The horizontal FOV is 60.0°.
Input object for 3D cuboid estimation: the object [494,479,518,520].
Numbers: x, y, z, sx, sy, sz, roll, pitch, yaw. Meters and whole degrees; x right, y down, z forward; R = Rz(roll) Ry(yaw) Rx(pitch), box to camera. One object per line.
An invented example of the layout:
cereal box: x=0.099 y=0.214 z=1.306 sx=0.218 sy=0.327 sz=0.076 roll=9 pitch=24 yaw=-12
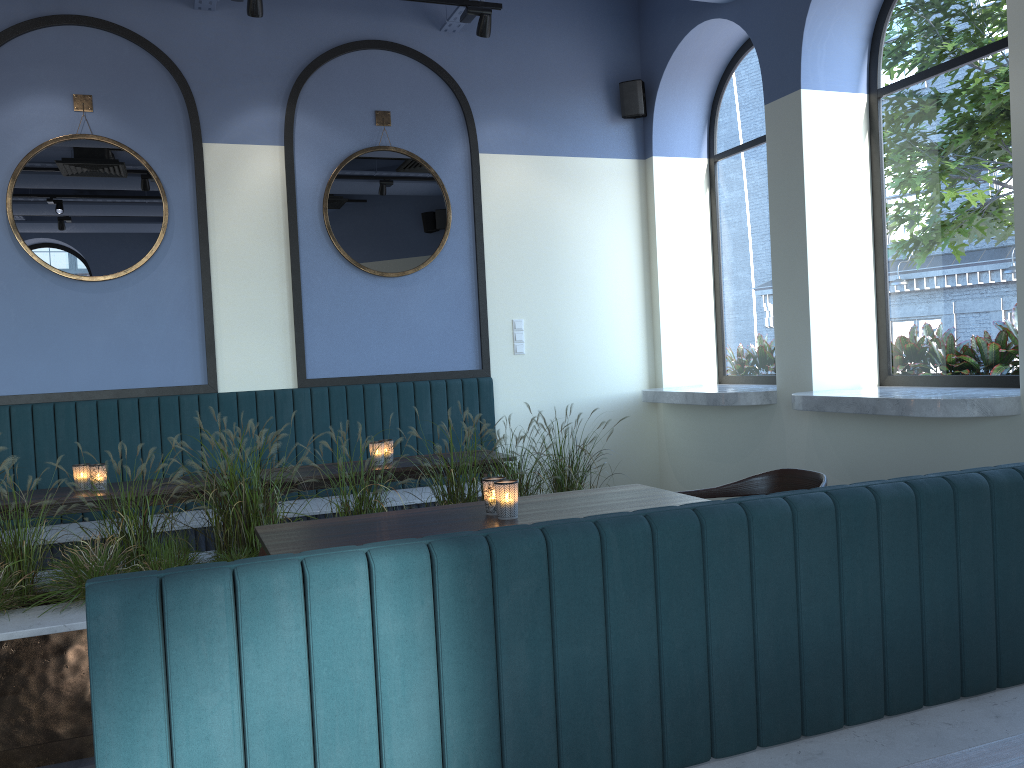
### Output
object: x=-0.016 y=0.372 z=2.851 sx=0.078 sy=0.120 sz=0.078 roll=-3 pitch=2 yaw=-4

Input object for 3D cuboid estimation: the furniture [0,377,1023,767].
furniture: x=-1.509 y=0.682 z=3.063 sx=4.800 sy=1.150 sz=4.703 roll=-4 pitch=2 yaw=-21

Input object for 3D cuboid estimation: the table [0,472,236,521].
table: x=-1.943 y=0.872 z=4.142 sx=1.332 sy=0.755 sz=0.548 roll=-4 pitch=2 yaw=-21

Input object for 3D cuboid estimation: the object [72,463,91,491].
object: x=-2.015 y=0.437 z=4.160 sx=0.078 sy=0.120 sz=0.078 roll=-4 pitch=2 yaw=-38

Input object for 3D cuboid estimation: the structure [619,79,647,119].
structure: x=-3.333 y=-1.692 z=1.319 sx=13.143 sy=0.268 sz=7.261 roll=-4 pitch=2 yaw=-38

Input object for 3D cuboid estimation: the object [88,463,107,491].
object: x=-1.924 y=0.434 z=4.125 sx=0.078 sy=0.120 sz=0.078 roll=-4 pitch=2 yaw=-38

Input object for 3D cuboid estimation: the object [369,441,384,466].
object: x=-0.696 y=0.358 z=4.574 sx=0.078 sy=0.120 sz=0.078 roll=-4 pitch=2 yaw=-38

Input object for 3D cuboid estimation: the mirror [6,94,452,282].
mirror: x=-2.444 y=-1.145 z=5.187 sx=4.357 sy=1.089 sz=0.026 roll=-4 pitch=2 yaw=-21

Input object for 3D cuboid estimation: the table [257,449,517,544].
table: x=-0.640 y=0.791 z=4.646 sx=1.332 sy=0.755 sz=0.548 roll=-4 pitch=2 yaw=-21

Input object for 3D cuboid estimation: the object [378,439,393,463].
object: x=-0.661 y=0.354 z=4.665 sx=0.078 sy=0.120 sz=0.078 roll=-4 pitch=2 yaw=-38

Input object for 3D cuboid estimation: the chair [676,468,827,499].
chair: x=0.892 y=0.735 z=3.261 sx=0.525 sy=0.793 sz=0.618 roll=-4 pitch=2 yaw=-22

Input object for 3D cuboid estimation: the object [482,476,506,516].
object: x=-0.056 y=0.372 z=2.940 sx=0.078 sy=0.120 sz=0.078 roll=-3 pitch=2 yaw=-4

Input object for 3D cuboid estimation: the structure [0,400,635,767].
structure: x=-1.633 y=0.651 z=3.380 sx=4.878 sy=1.207 sz=1.143 roll=-4 pitch=2 yaw=-20
